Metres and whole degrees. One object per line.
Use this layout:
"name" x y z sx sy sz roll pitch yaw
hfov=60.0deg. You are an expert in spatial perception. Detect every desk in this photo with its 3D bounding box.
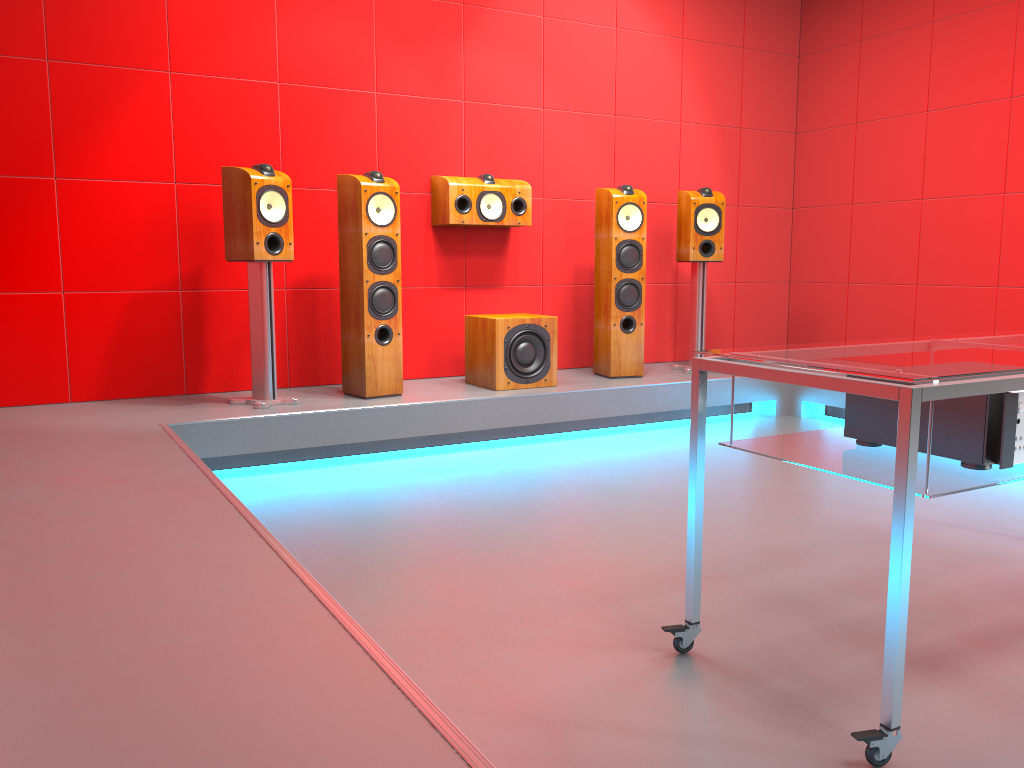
"desk" 1.181 0.252 2.106 1.617 0.690 0.594 -4 9 -29

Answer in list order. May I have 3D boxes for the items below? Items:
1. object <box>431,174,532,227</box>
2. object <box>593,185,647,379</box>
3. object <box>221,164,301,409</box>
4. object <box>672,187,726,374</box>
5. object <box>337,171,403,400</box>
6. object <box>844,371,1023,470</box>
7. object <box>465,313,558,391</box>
"object" -0.162 -0.991 4.788 0.493 0.271 0.235 -4 9 -29
"object" 0.600 -0.566 4.929 0.203 1.052 0.238 -3 8 -19
"object" -1.121 -0.436 3.953 0.265 1.058 0.231 7 10 40
"object" 1.090 -0.602 5.174 0.231 1.058 0.265 -1 8 -9
"object" -0.669 -0.467 4.203 0.203 1.052 0.238 -6 10 -39
"object" 1.018 0.063 1.914 0.431 0.158 0.371 -4 9 -29
"object" -0.005 -0.174 4.613 0.360 0.360 0.360 -4 9 -29
